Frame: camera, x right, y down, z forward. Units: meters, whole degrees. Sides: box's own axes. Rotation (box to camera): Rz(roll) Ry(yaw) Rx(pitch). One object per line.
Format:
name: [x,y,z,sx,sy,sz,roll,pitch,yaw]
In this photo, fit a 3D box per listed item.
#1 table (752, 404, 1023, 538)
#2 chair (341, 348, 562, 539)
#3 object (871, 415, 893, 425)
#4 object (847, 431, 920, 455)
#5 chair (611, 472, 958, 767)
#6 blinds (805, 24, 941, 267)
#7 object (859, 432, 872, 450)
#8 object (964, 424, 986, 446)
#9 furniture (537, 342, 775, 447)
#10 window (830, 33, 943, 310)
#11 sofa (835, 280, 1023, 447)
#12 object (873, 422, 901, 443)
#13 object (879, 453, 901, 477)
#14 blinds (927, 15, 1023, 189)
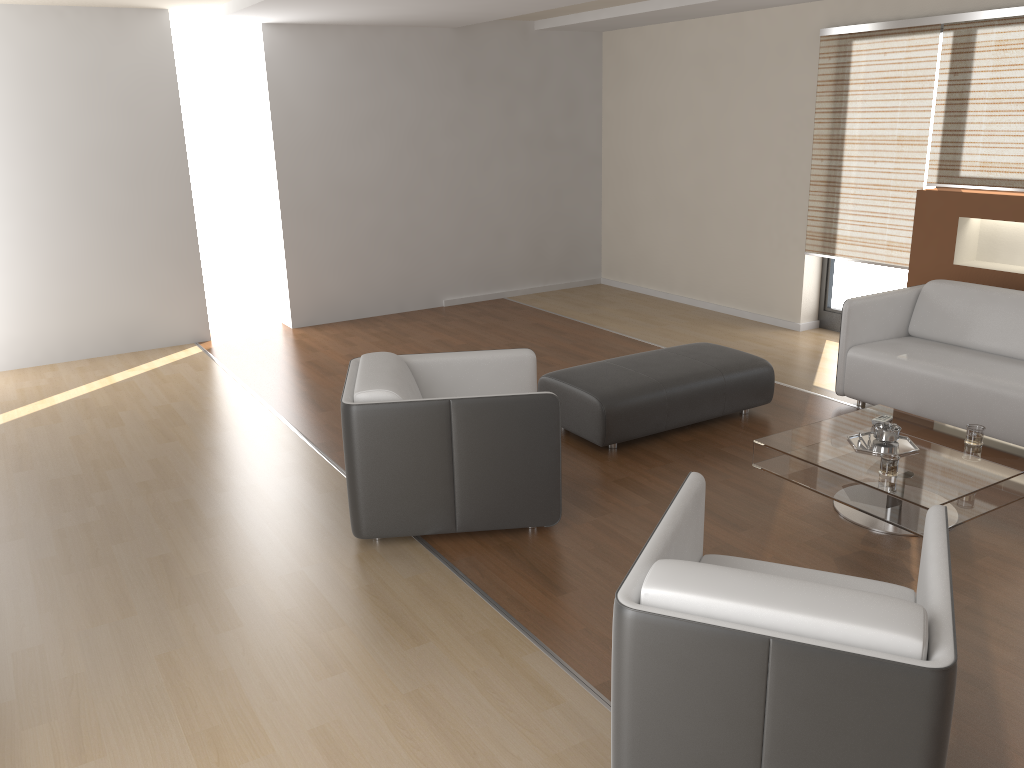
table: [1.744,0.432,4.012,0.900,0.300,0.900,-12,20,-29]
chair: [-0.286,0.224,4.097,0.919,0.661,0.767,-3,17,-6]
object: [1.797,0.171,4.295,0.064,0.029,0.158,12,22,38]
object: [1.678,0.269,4.018,0.315,0.011,0.273,-9,19,-23]
chair: [0.762,0.727,2.451,0.767,0.706,0.919,6,19,23]
blinds: [2.574,-1.709,6.441,0.001,1.635,0.980,-12,20,-29]
object: [1.610,0.256,4.021,0.051,0.035,0.147,2,17,10]
object: [2.088,0.230,4.000,0.079,0.077,0.079,-17,23,-40]
furniture: [0.861,0.016,5.266,1.291,0.301,0.685,-12,20,-29]
window: [2.813,-1.513,6.651,0.010,2.093,0.889,-12,20,-29]
sofa: [2.953,-0.048,4.699,0.919,0.661,2.238,-12,20,-29]
object: [1.714,0.219,4.055,0.118,0.079,0.117,-9,19,-23]
object: [1.573,0.337,3.696,0.079,0.077,0.079,-17,23,-40]
blinds: [3.206,-1.698,5.349,0.001,1.044,1.432,-12,20,-29]
